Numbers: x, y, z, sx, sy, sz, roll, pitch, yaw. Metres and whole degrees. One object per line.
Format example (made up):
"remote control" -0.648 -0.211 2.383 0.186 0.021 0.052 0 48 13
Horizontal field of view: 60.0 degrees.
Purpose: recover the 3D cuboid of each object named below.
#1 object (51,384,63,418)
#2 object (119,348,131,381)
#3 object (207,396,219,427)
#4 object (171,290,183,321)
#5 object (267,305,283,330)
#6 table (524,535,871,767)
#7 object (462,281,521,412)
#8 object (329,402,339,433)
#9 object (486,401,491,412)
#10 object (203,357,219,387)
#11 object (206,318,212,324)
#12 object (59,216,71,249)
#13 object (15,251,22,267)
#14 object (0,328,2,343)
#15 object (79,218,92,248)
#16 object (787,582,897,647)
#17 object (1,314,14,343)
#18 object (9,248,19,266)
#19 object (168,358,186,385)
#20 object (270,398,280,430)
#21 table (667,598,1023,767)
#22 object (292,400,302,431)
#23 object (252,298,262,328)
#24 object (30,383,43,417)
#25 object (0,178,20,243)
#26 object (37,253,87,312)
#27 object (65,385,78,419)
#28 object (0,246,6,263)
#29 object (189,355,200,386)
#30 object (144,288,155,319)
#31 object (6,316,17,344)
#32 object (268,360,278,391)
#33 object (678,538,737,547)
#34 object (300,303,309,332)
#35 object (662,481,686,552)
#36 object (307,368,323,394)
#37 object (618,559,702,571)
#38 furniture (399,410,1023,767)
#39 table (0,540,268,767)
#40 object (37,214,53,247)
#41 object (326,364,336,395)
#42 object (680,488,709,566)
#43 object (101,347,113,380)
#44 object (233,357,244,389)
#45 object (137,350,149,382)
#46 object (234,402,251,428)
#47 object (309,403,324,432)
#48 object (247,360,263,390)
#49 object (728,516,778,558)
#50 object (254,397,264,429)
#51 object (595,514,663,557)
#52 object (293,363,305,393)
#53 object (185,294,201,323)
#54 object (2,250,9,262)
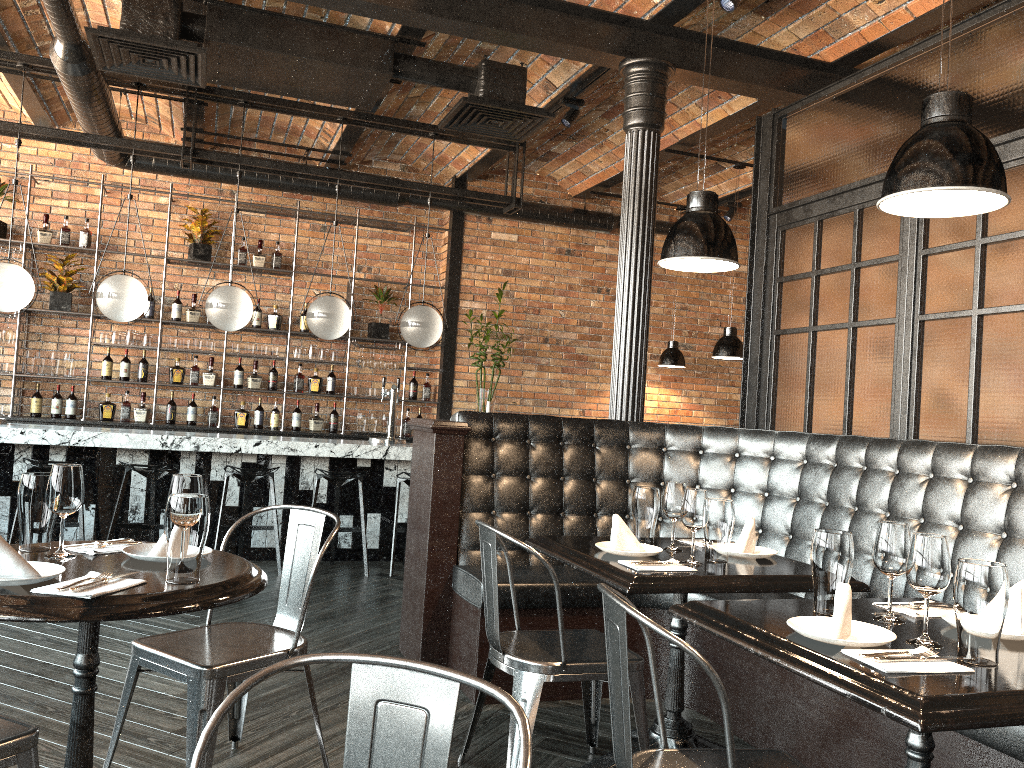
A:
"object" -4.022 0.152 7.845 0.086 0.298 0.086 3 -2 30
"object" -3.500 -0.173 8.031 0.086 0.298 0.086 3 -2 30
"object" -2.779 0.253 8.248 0.083 0.282 0.083 5 -2 -34
"object" -3.079 -0.714 8.159 0.086 0.298 0.086 3 -2 30
"object" -2.256 -0.626 8.439 0.151 0.248 0.094 3 -2 9
"table" 0.576 0.974 3.104 0.872 0.758 0.872 4 -2 -19
"object" -0.211 -0.208 8.570 0.584 1.546 0.673 3 -2 20
"object" -1.729 0.323 8.621 0.086 0.299 0.086 3 -2 30
"object" -0.145 0.365 8.201 0.316 0.397 0.319 3 -2 30
"object" -2.795 -0.111 8.231 0.123 0.279 0.123 4 -2 -6
"object" -2.792 -0.685 8.251 0.083 0.282 0.083 4 -2 -19
"object" -3.954 -1.346 7.847 0.083 0.282 0.083 5 -2 -34
"object" -4.347 -1.044 7.785 0.092 0.244 0.092 4 -2 -14
"object" -4.481 -0.479 7.733 0.092 0.244 0.092 4 -2 -14
"object" -3.798 -1.334 7.902 0.083 0.282 0.083 4 -2 -4
"object" 0.744 0.508 2.001 0.232 0.139 0.232 5 -2 -35
"object" -4.329 -0.473 7.612 0.092 0.244 0.092 4 -2 -14
"object" -4.292 -1.045 7.629 0.092 0.244 0.092 4 -2 -14
"object" -3.076 -0.116 8.146 0.151 0.248 0.094 5 -2 -30
"object" -2.251 0.286 8.434 0.080 0.299 0.080 4 -2 -17
"table" 0.943 0.966 2.063 0.872 0.758 0.872 4 -2 -19
"object" -2.061 0.299 8.509 0.086 0.298 0.086 3 -2 30
"object" -2.415 -0.664 8.417 0.086 0.298 0.086 3 -2 30
"object" -4.161 0.142 7.769 0.086 0.299 0.086 3 -2 30
"object" -4.489 -1.521 7.688 0.377 0.554 0.422 5 -2 -32
"object" -3.953 -0.893 7.815 0.430 0.526 0.425 4 -2 -7
"object" -3.902 0.161 7.862 0.086 0.298 0.086 3 -2 30
"object" -4.390 -1.052 7.595 0.092 0.244 0.092 4 -2 -14
"object" -2.930 -0.123 8.198 0.083 0.282 0.083 4 -2 -19
"object" -3.301 -0.729 8.087 0.086 0.298 0.086 3 -2 30
"object" -4.384 -0.472 7.767 0.092 0.244 0.092 4 -2 -14
"object" -2.270 -0.082 8.434 0.086 0.299 0.086 3 -2 30
"object" 0.749 0.606 3.408 0.255 0.019 0.157 4 -2 -24
"object" -1.990 -0.632 8.540 0.086 0.299 0.086 3 -2 30
"object" 0.583 0.475 3.191 0.092 0.244 0.092 4 -2 -2
"object" -1.898 -0.027 8.560 0.151 0.248 0.094 4 -2 -10
"object" 0.478 0.571 2.813 0.255 0.019 0.157 4 -2 -19
"furniture" 1.277 0.764 2.196 1.979 1.212 5.451 4 -2 -19
"table" -1.099 0.842 2.270 0.866 0.758 0.866 2 -2 34
"object" -4.103 -1.355 7.797 0.123 0.279 0.123 5 -2 -31
"object" -1.756 -0.042 8.625 0.086 0.298 0.086 3 -2 30
"object" 0.597 0.467 2.910 0.092 0.244 0.092 5 -2 -36
"object" -3.629 -0.182 7.959 0.086 0.299 0.086 3 -2 30
"object" -2.563 -0.103 8.335 0.086 0.298 0.086 3 -2 30
"object" -3.348 -0.162 8.055 0.086 0.297 0.086 3 -2 30
"object" -2.534 0.289 8.333 0.151 0.248 0.094 4 -2 -10
"object" -1.884 0.322 8.548 0.123 0.279 0.123 5 -2 -31
"object" -2.424 -0.083 8.361 0.123 0.279 0.123 5 -2 -31
"object" 0.840 0.551 3.197 0.232 0.139 0.232 3 -2 29
"object" -2.392 0.275 8.399 0.086 0.298 0.086 3 -2 30
"object" 0.406 0.518 3.061 0.232 0.139 0.232 3 -2 29
"object" -2.041 -0.056 8.510 0.083 0.282 0.083 5 -2 -34
"object" -2.939 -0.694 8.185 0.123 0.279 0.123 5 -2 -31
"object" -4.444 -1.051 7.751 0.092 0.244 0.092 4 -2 -14
